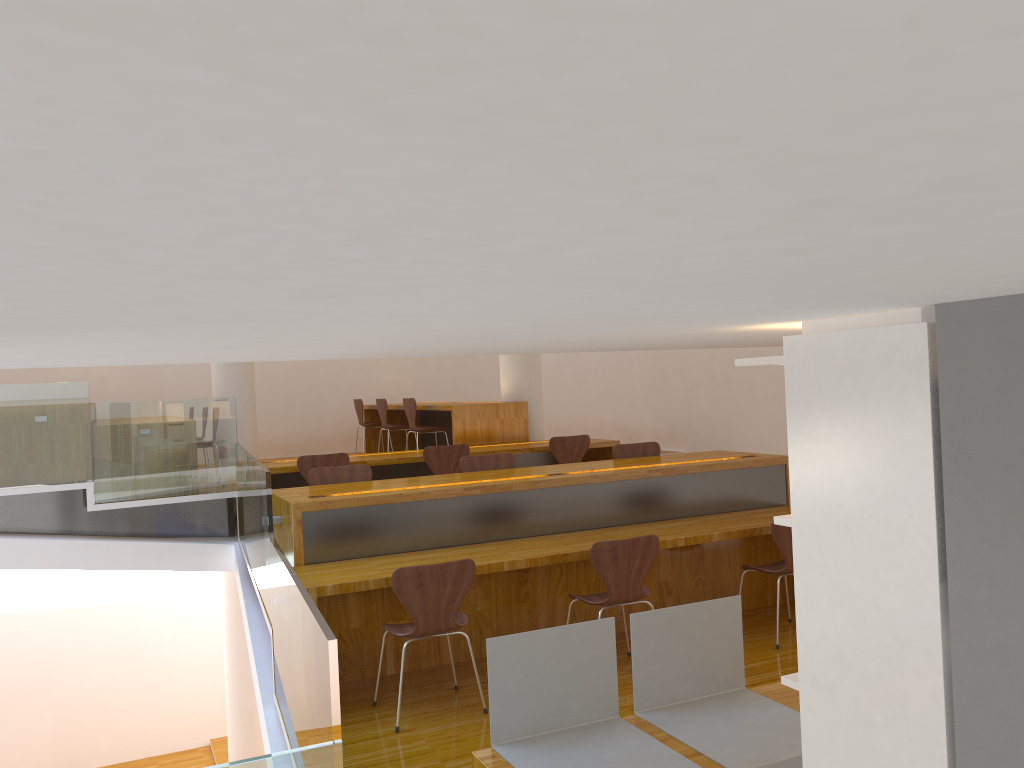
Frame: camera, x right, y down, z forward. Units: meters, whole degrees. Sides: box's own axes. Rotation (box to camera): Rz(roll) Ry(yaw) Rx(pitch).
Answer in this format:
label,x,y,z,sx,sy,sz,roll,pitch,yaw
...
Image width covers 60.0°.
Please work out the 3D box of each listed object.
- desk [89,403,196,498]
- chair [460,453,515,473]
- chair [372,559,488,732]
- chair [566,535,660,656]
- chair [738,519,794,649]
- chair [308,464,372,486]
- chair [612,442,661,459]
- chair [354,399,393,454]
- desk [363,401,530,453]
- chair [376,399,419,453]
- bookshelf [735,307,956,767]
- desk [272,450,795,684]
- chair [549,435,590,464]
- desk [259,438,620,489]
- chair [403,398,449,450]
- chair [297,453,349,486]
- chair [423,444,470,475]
label,x,y,z,sx,sy,sz,roll,pitch,yaw
desk,-3.897,0.569,8.303,1.527,0.785,3.243,-3,0,-24
chair,-0.078,0.803,5.643,0.428,0.693,0.381,-3,0,-24
chair,-0.392,1.128,4.018,0.428,0.693,0.381,-3,0,-24
chair,0.492,1.089,4.419,0.428,0.693,0.381,-3,0,-24
chair,1.494,1.045,4.917,0.428,0.693,0.381,-3,0,-24
chair,-0.961,0.842,5.241,0.428,0.693,0.381,-3,0,-24
chair,0.956,0.757,6.071,0.428,0.693,0.381,-3,0,-24
chair,-1.665,0.518,10.611,0.381,0.693,0.428,-3,0,-24
desk,-0.839,0.517,9.731,0.760,0.606,3.185,-3,0,-24
chair,-1.238,0.496,9.577,0.381,0.693,0.428,-3,0,-24
bookshelf,1.980,0.732,2.308,2.984,1.836,0.498,-3,0,-24
desk,0.307,0.989,5.142,3.236,0.918,1.285,-3,0,-24
chair,0.434,0.784,7.619,0.428,0.693,0.381,-3,0,-24
desk,-0.622,0.881,7.631,3.185,0.606,0.760,-3,0,-24
chair,-0.836,0.475,8.693,0.381,0.693,0.428,-3,0,-24
chair,-1.451,0.868,6.719,0.428,0.693,0.381,-3,0,-24
chair,-0.568,0.829,7.121,0.428,0.693,0.381,-3,0,-24
